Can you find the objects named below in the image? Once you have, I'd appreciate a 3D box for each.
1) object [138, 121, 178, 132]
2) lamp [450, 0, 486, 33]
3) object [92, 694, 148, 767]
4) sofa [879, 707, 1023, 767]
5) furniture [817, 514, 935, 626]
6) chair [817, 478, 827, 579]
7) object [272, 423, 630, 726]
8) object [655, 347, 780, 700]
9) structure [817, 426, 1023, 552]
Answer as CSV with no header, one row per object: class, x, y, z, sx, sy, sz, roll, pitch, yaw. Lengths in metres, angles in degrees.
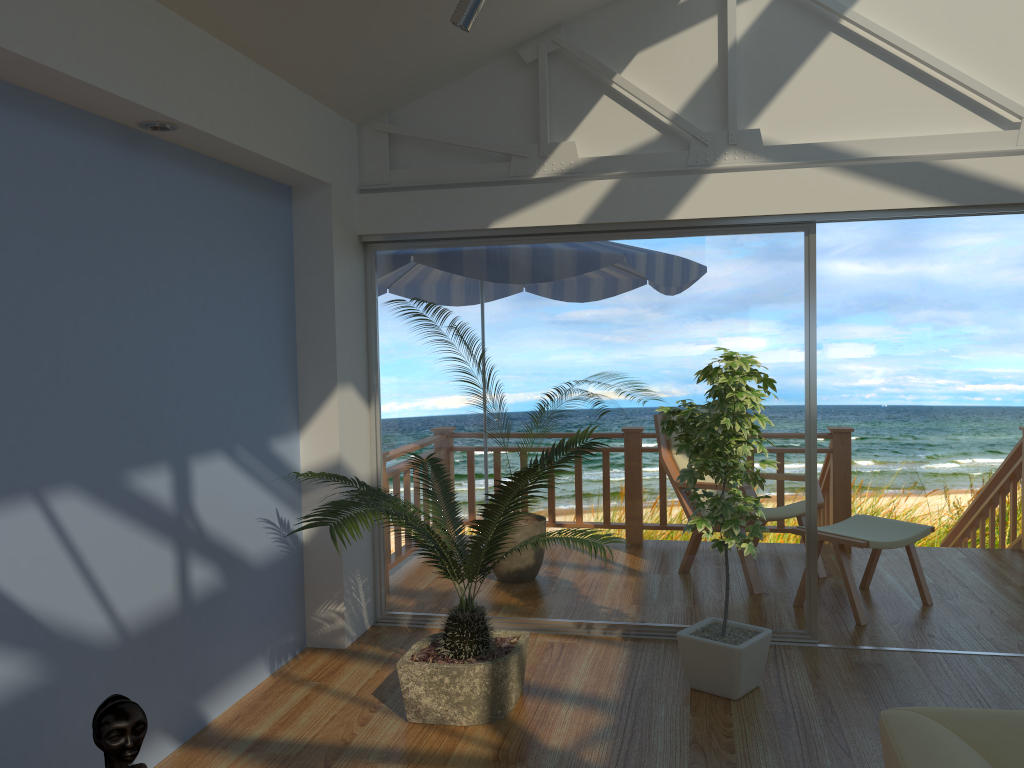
object,-1.188,-0.882,2.978,0.122,0.050,0.122,-1,3,-5
lamp,-0.176,-1.408,3.076,0.194,0.353,0.125,-1,3,-6
object,-1.039,1.102,2.384,0.291,0.517,0.292,-4,4,-43
sofa,1.905,0.993,1.286,2.448,0.597,0.950,-1,3,12
furniture,1.879,0.972,4.749,0.619,0.427,0.449,-3,3,-33
chair,1.383,0.670,5.489,0.632,0.982,0.859,-3,3,-33
object,-0.267,0.740,3.568,1.413,1.093,1.488,-1,3,-6
object,0.897,0.555,3.625,0.495,1.409,0.699,-2,3,-15
structure,2.861,1.162,6.056,6.950,2.064,4.086,-1,3,12
